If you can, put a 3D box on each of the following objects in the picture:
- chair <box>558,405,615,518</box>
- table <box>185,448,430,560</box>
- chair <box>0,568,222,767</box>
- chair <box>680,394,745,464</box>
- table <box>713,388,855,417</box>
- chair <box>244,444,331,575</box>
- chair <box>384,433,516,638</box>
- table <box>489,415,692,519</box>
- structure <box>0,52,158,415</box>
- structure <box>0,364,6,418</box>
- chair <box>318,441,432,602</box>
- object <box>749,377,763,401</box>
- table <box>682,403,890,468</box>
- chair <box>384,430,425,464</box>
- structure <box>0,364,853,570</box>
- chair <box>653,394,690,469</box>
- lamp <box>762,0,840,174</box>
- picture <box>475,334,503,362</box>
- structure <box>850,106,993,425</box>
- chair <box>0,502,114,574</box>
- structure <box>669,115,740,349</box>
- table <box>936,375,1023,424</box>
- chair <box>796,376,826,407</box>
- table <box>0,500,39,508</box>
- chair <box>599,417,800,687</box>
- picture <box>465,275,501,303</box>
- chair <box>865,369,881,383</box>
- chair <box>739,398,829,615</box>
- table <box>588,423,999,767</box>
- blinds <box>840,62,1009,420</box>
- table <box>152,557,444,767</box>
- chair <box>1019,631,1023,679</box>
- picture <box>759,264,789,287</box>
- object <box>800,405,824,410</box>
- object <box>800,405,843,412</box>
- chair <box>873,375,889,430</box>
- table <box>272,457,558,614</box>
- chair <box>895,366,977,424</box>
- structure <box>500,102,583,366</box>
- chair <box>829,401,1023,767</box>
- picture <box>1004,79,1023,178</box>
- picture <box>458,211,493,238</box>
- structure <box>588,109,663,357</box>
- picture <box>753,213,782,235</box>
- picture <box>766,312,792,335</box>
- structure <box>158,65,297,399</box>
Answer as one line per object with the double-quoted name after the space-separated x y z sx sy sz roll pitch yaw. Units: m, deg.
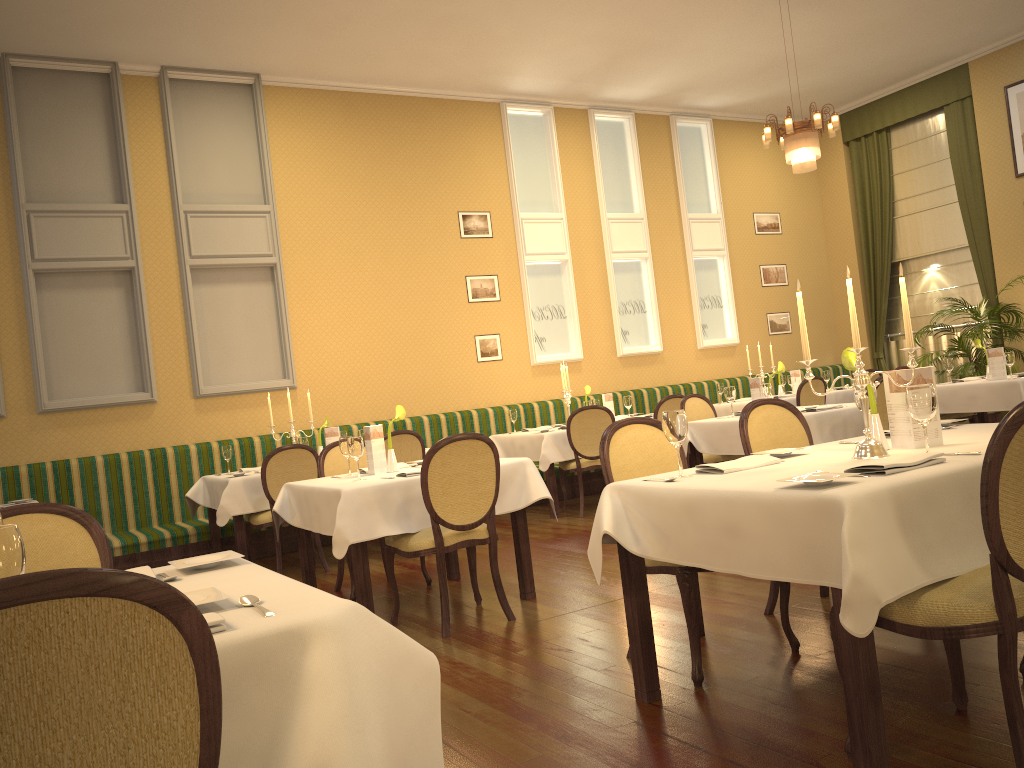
0.692 0.667 7.891 0.530 0.955 0.571 -7 -1 -5 "chair"
-1.457 1.008 7.239 2.152 0.759 1.385 -6 -1 -30 "table"
-0.660 0.718 1.257 0.530 0.955 0.571 -6 -1 -30 "chair"
1.718 0.532 7.128 0.530 0.955 0.571 -6 -1 -40 "chair"
3.186 0.500 9.956 2.152 0.759 1.385 -6 -1 -30 "table"
-1.659 0.924 6.522 0.530 0.955 0.571 -6 -1 -30 "chair"
-0.327 0.732 4.493 0.530 0.955 0.571 -6 -1 -30 "chair"
0.867 0.753 8.599 2.152 0.759 1.385 -6 -1 -30 "table"
-3.775 -1.326 7.742 0.956 3.103 0.200 -6 -1 -30 "structure"
-4.791 -1.215 7.147 0.956 3.103 0.200 -6 -1 -30 "structure"
-0.901 0.818 5.592 0.530 0.955 0.571 -6 -1 -30 "chair"
1.818 0.091 6.578 0.081 0.277 0.166 -7 -1 16 "object"
2.068 0.576 6.509 1.395 0.759 1.389 -6 -1 -29 "table"
-0.940 0.845 6.941 0.530 0.955 0.571 -6 -1 -30 "chair"
-1.354 0.885 8.467 14.516 1.031 0.850 -6 -1 -30 "structure"
1.389 0.590 8.305 0.530 0.955 0.571 -6 -1 -30 "chair"
2.344 -2.678 7.434 0.593 1.796 0.593 -6 -1 -33 "lamp"
-0.253 -0.393 9.670 0.313 0.294 0.008 -6 -1 -30 "picture"
5.344 -1.623 11.363 0.123 4.511 1.942 -6 -1 -30 "structure"
-1.234 0.805 2.356 0.530 0.955 0.571 -6 -1 -30 "chair"
2.444 -1.948 11.377 0.670 2.985 0.200 -6 -1 -30 "structure"
4.387 0.323 7.865 1.395 0.759 1.389 -6 -1 -29 "table"
2.984 0.416 9.240 0.530 0.955 0.571 -6 -1 -30 "chair"
-3.986 1.284 5.759 2.152 0.759 1.385 -6 -1 -30 "table"
0.696 0.594 3.486 0.530 0.955 0.571 -6 -1 -30 "chair"
-0.315 -1.042 9.690 0.401 0.294 0.008 -6 -1 -30 "picture"
3.724 0.334 9.635 0.530 0.955 0.571 -6 -1 -30 "chair"
1.360 0.521 3.874 0.530 0.955 0.571 -6 -1 -30 "chair"
1.412 0.598 3.068 2.152 0.759 1.385 -6 -1 -30 "table"
5.245 -1.625 11.305 0.225 4.537 1.934 -6 -1 -31 "blinds"
-1.182 0.881 1.549 2.152 0.759 1.385 -6 -1 -30 "table"
1.934 0.435 2.775 0.530 0.955 0.571 -6 -1 -30 "chair"
3.530 -1.462 11.940 0.504 0.294 0.008 -6 -1 -30 "picture"
2.154 0.175 6.391 0.160 0.024 0.160 -6 -1 -30 "object"
2.157 0.172 6.175 0.273 0.024 0.142 -6 -1 -30 "object"
2.313 0.443 6.036 0.571 0.955 0.530 -8 -1 40 "chair"
-0.545 0.862 4.979 1.395 0.759 1.389 -6 -1 -29 "table"
4.030 0.279 8.478 0.530 0.955 0.571 -6 -1 -30 "chair"
0.326 -1.716 10.137 0.687 2.985 0.200 -6 -1 -30 "structure"
1.210 0.514 2.352 0.530 0.955 0.571 -6 -1 -30 "chair"
5.941 -2.916 9.737 0.027 1.057 0.966 -6 -1 -30 "picture"
-0.398 -1.742 9.701 0.401 0.294 0.008 -6 -1 -30 "picture"
1.353 -1.828 10.738 0.661 2.985 0.200 -6 -1 -30 "structure"
3.447 -2.162 11.952 0.504 0.294 0.008 -6 -1 -30 "picture"
3.595 -0.814 11.923 0.437 0.294 0.008 -6 -1 -30 "picture"
-2.682 -1.446 8.381 0.956 3.103 0.200 -6 -1 -30 "structure"
